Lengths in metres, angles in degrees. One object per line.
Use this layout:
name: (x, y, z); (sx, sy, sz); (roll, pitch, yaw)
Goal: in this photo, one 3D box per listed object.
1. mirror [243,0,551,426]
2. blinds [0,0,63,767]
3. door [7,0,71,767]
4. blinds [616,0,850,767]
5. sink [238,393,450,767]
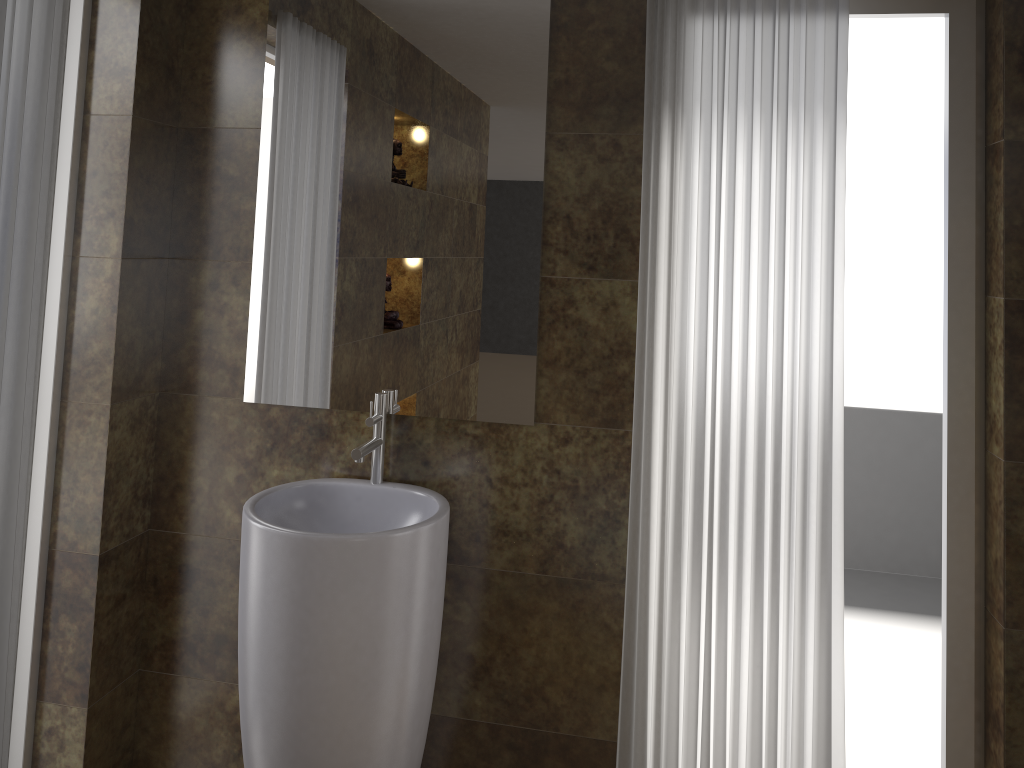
mirror: (-0.300, -0.471, 2.221); (0.769, 1.092, 0.008); (2, -4, 11)
blinds: (-1.047, 0.074, 1.534); (0.068, 2.277, 0.594); (2, -3, 11)
door: (-1.652, 0.006, 2.132); (0.962, 2.228, 0.039); (2, -4, 1)
blinds: (0.519, 0.063, 1.989); (0.520, 2.265, 0.066); (2, -4, 11)
sink: (-0.387, 0.618, 1.924); (0.459, 1.136, 0.433); (2, -3, 14)
